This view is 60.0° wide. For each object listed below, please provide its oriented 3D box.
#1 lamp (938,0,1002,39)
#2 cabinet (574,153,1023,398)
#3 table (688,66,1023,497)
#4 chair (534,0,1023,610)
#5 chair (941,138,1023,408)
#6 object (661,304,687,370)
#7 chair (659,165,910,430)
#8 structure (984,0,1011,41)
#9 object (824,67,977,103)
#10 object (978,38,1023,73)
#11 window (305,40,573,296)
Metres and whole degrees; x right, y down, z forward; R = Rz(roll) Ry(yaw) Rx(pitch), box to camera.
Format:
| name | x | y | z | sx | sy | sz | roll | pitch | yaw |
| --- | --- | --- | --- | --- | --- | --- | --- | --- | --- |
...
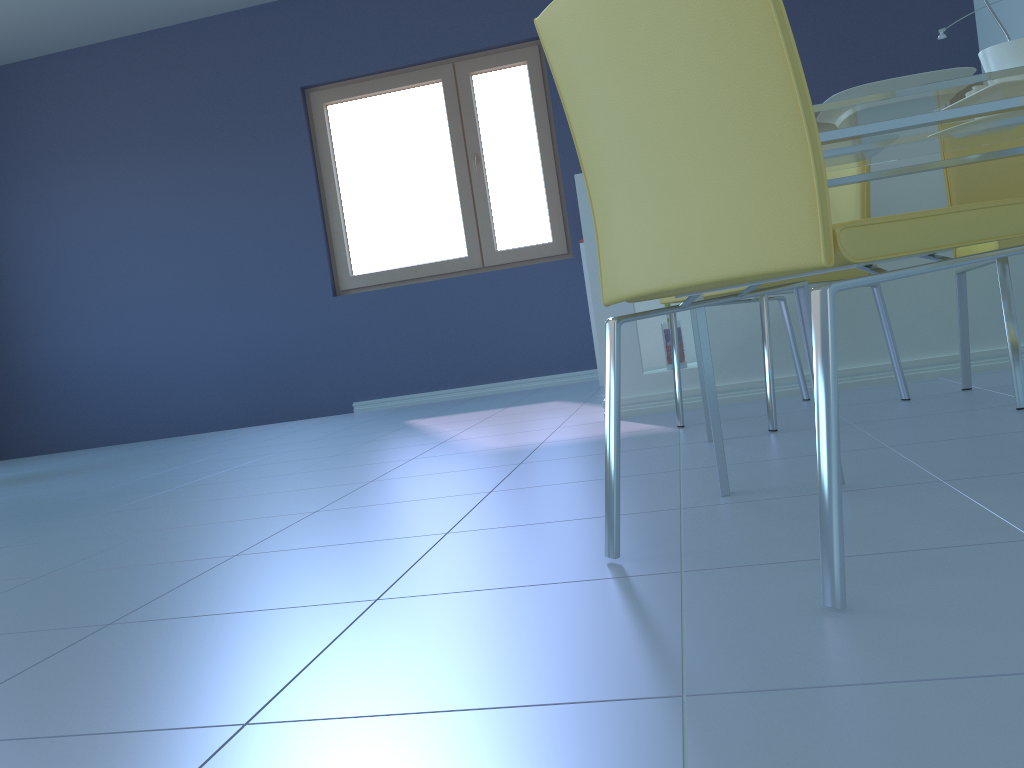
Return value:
| name | x | y | z | sx | sy | sz | roll | pitch | yaw |
| --- | --- | --- | --- | --- | --- | --- | --- | --- | --- |
| lamp | 2.106 | -1.651 | 3.961 | 0.400 | 0.134 | 0.037 | -8 | 3 | 11 |
| cabinet | 1.337 | -0.486 | 3.788 | 2.139 | 0.800 | 2.200 | -8 | 3 | 11 |
| table | 0.930 | -0.211 | 1.649 | 1.173 | 0.590 | 0.730 | -8 | 3 | 11 |
| chair | 0.352 | -0.156 | 1.098 | 0.484 | 0.695 | 0.387 | -10 | 3 | -31 |
| chair | 1.254 | -0.337 | 2.042 | 0.387 | 0.695 | 0.484 | -8 | 3 | 14 |
| object | 0.505 | -0.257 | 2.887 | 0.229 | 0.423 | 0.067 | -6 | 4 | 42 |
| chair | 0.696 | -0.269 | 2.331 | 0.484 | 0.695 | 0.387 | -10 | 3 | -25 |
| structure | 2.075 | -1.405 | 3.608 | 0.178 | 0.920 | 0.308 | -8 | 3 | 10 |
| object | 0.622 | -0.465 | 1.450 | 0.228 | 0.020 | 0.228 | -8 | 3 | 8 |
| object | 0.862 | -0.536 | 1.519 | 0.111 | 0.083 | 0.091 | -9 | 3 | -17 |
| window | -0.446 | -1.253 | 5.248 | 1.475 | 1.263 | 0.142 | -8 | 3 | 11 |
